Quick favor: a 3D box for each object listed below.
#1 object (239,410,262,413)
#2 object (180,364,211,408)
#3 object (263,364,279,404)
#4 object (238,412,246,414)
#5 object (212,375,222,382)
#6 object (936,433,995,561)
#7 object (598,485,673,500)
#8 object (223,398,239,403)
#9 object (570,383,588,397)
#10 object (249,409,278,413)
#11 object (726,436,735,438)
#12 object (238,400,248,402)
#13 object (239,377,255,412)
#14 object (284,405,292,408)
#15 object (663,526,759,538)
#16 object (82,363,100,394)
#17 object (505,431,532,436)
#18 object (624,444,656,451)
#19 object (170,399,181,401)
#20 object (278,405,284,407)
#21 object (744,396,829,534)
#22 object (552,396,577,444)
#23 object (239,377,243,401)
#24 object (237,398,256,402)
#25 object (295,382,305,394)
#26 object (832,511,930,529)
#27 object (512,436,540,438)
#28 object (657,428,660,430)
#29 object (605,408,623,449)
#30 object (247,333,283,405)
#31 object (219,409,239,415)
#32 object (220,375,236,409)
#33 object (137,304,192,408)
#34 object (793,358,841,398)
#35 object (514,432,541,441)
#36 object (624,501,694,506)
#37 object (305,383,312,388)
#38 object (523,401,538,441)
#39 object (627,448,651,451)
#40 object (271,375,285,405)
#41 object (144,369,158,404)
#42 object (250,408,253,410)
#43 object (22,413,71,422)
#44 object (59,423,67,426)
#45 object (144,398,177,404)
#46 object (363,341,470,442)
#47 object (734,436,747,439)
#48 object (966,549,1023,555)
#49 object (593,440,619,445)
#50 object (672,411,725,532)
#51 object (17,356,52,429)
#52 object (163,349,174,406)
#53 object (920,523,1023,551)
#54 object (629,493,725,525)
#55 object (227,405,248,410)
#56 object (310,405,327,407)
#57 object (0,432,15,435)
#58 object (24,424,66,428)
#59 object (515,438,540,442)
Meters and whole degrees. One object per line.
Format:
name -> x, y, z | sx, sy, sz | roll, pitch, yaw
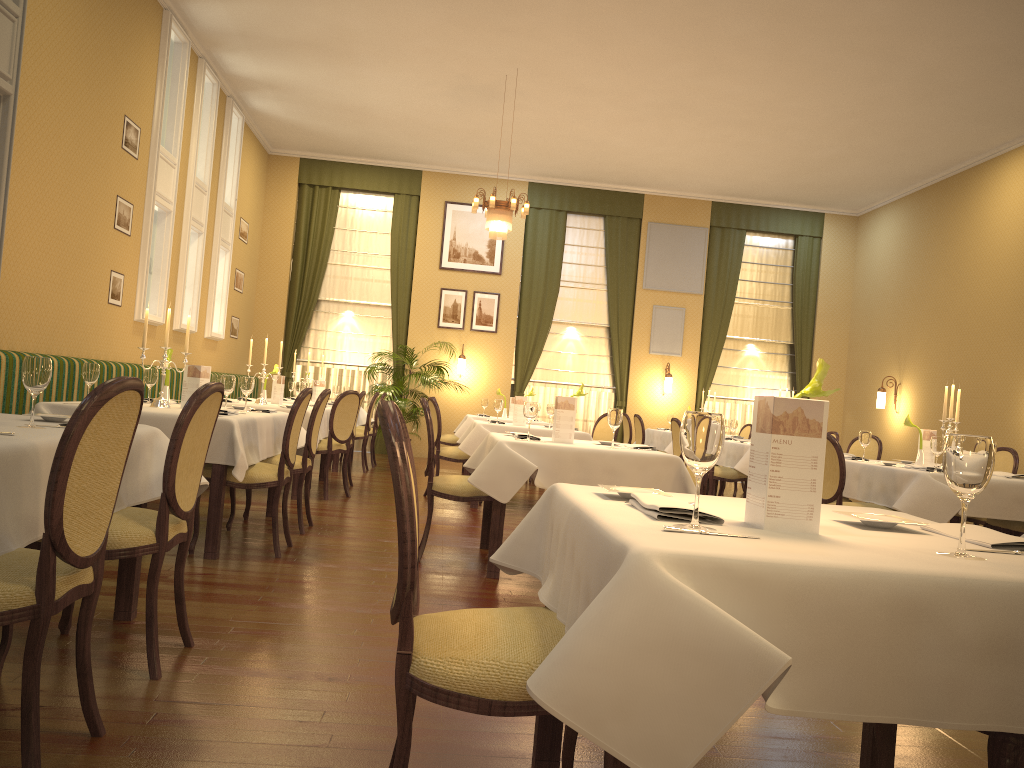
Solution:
object -> -1.756, 0.179, 5.888 | 0.185, 0.010, 0.017 | 5, -1, -4
object -> -1.986, 0.021, 5.601 | 0.166, 0.277, 0.081 | 6, -1, -33
object -> -2.251, 0.000, 8.223 | 0.163, 0.375, 0.076 | 5, -1, 17
object -> -1.720, 0.172, 5.423 | 0.185, 0.010, 0.017 | 5, -1, -4
object -> -2.512, 0.036, 7.531 | 0.088, 0.229, 0.088 | 4, -2, 44
object -> 0.852, 0.210, 1.666 | 0.088, 0.229, 0.088 | 4, -2, 44
object -> 0.305, 0.277, 2.218 | 0.160, 0.024, 0.160 | 5, -1, -4
object -> -2.484, 0.144, 7.749 | 0.142, 0.033, 0.273 | 5, -1, -4
object -> 0.368, 0.170, 5.392 | 0.163, 0.375, 0.076 | 6, -1, -28
object -> -1.705, 0.182, 6.082 | 0.142, 0.024, 0.273 | 5, -1, -4
object -> 2.837, 0.685, 11.400 | 0.181, 0.015, 0.038 | 5, -1, -3
object -> -2.578, 0.158, 8.424 | 0.185, 0.010, 0.017 | 5, -1, -3
object -> -1.739, 0.069, 5.811 | 0.088, 0.229, 0.088 | 4, -2, 44
object -> -1.872, 0.195, 7.508 | 0.160, 0.024, 0.160 | 5, -1, -4
object -> 0.374, 0.278, 1.663 | 0.185, 0.010, 0.017 | 5, -1, -3
object -> -2.303, 0.000, 4.836 | 0.088, 0.229, 0.088 | 4, -2, 44
object -> 0.040, 0.323, 5.648 | 0.160, 0.024, 0.160 | 5, -1, -4
object -> 0.778, 0.383, 5.392 | 0.142, 0.024, 0.273 | 5, -1, -4
object -> -2.438, 0.121, 6.283 | 0.160, 0.024, 0.160 | 5, -1, -4
object -> -1.932, 0.197, 7.660 | 0.181, 0.015, 0.038 | 5, -1, -3
object -> 0.552, 0.165, 1.845 | 0.166, 0.277, 0.081 | 4, -2, 42
object -> 0.287, 0.211, 5.275 | 0.166, 0.277, 0.081 | 4, -2, 42
object -> -2.583, 0.050, 8.509 | 0.088, 0.229, 0.088 | 4, -1, 38
object -> -2.596, 0.154, 8.713 | 0.142, 0.033, 0.273 | 5, -1, -4
object -> -1.919, 0.098, 8.017 | 0.088, 0.229, 0.088 | 4, -2, 44
object -> 0.848, 0.321, 2.052 | 0.160, 0.024, 0.160 | 5, -1, -4
object -> 0.093, 0.330, 5.549 | 0.181, 0.015, 0.038 | 5, -1, -3
object -> 2.122, 0.646, 12.719 | 0.160, 0.024, 0.160 | 5, -1, -4
object -> 0.587, 0.256, 5.097 | 0.088, 0.229, 0.088 | 4, -2, 44
object -> -2.239, -0.140, 8.009 | 0.390, 0.655, 0.131 | 5, -1, 10
object -> -1.682, 0.161, 5.132 | 0.142, 0.033, 0.273 | 5, -1, -4
object -> -1.711, 0.061, 5.321 | 0.088, 0.229, 0.088 | 4, -2, 44
object -> -2.089, -0.181, 5.343 | 0.131, 0.655, 0.390 | 5, -1, 15
object -> 0.633, 0.124, 1.962 | 0.163, 0.375, 0.076 | 6, -1, -28
object -> 0.091, 0.320, 5.382 | 0.142, 0.033, 0.273 | 5, -1, -4
object -> 0.358, 0.284, 2.119 | 0.181, 0.015, 0.038 | 5, -1, -3
object -> -1.965, 0.103, 8.491 | 0.088, 0.229, 0.088 | 4, -2, 44
object -> 0.104, 0.216, 5.178 | 0.088, 0.229, 0.088 | 4, -2, 44
object -> 0.726, 0.380, 5.198 | 0.185, 0.010, 0.017 | 5, -1, -4
object -> -2.206, 0.059, 8.436 | 0.081, 0.277, 0.166 | 6, -2, -43
object -> -2.374, 0.014, 5.814 | 0.088, 0.229, 0.088 | 4, -2, 44
object -> -1.775, 0.183, 6.295 | 0.181, 0.015, 0.038 | 5, -1, -3
object -> -1.673, 0.127, 3.239 | 0.160, 0.024, 0.160 | 5, -1, -4
object -> -1.478, 0.143, 3.148 | 0.142, 0.024, 0.273 | 5, -1, -4
object -> -2.387, 0.118, 6.017 | 0.142, 0.033, 0.273 | 5, -1, -4
object -> -1.504, 0.210, 13.004 | 1.496, 1.807, 1.552 | 5, -1, -24
object -> 2.898, 0.683, 11.248 | 0.160, 0.024, 0.160 | 5, -1, -4
object -> 0.991, 0.334, 1.767 | 0.185, 0.010, 0.017 | 5, -1, -4
object -> 0.582, 0.367, 5.482 | 0.160, 0.024, 0.160 | 5, -1, -4
object -> 0.369, 0.170, 1.748 | 0.088, 0.229, 0.088 | 4, -2, 44
object -> -1.538, 0.027, 2.857 | 0.088, 0.229, 0.088 | 4, -2, 44
object -> -2.181, -0.047, 5.607 | 0.076, 0.375, 0.163 | 5, -1, -23
object -> 1.043, 0.337, 1.961 | 0.142, 0.024, 0.273 | 5, -1, -4
object -> 0.356, 0.274, 1.952 | 0.142, 0.033, 0.273 | 5, -1, -4
object -> -1.900, 0.166, 6.173 | 0.160, 0.024, 0.160 | 5, -1, -4
object -> -1.913, 0.218, 8.778 | 0.142, 0.024, 0.273 | 5, -1, -4
object -> -1.493, 0.133, 2.489 | 0.185, 0.010, 0.017 | 5, -1, -4
object -> -1.529, 0.139, 2.954 | 0.185, 0.010, 0.017 | 5, -1, -4
object -> 0.109, 0.324, 5.093 | 0.185, 0.010, 0.017 | 5, -1, -3
